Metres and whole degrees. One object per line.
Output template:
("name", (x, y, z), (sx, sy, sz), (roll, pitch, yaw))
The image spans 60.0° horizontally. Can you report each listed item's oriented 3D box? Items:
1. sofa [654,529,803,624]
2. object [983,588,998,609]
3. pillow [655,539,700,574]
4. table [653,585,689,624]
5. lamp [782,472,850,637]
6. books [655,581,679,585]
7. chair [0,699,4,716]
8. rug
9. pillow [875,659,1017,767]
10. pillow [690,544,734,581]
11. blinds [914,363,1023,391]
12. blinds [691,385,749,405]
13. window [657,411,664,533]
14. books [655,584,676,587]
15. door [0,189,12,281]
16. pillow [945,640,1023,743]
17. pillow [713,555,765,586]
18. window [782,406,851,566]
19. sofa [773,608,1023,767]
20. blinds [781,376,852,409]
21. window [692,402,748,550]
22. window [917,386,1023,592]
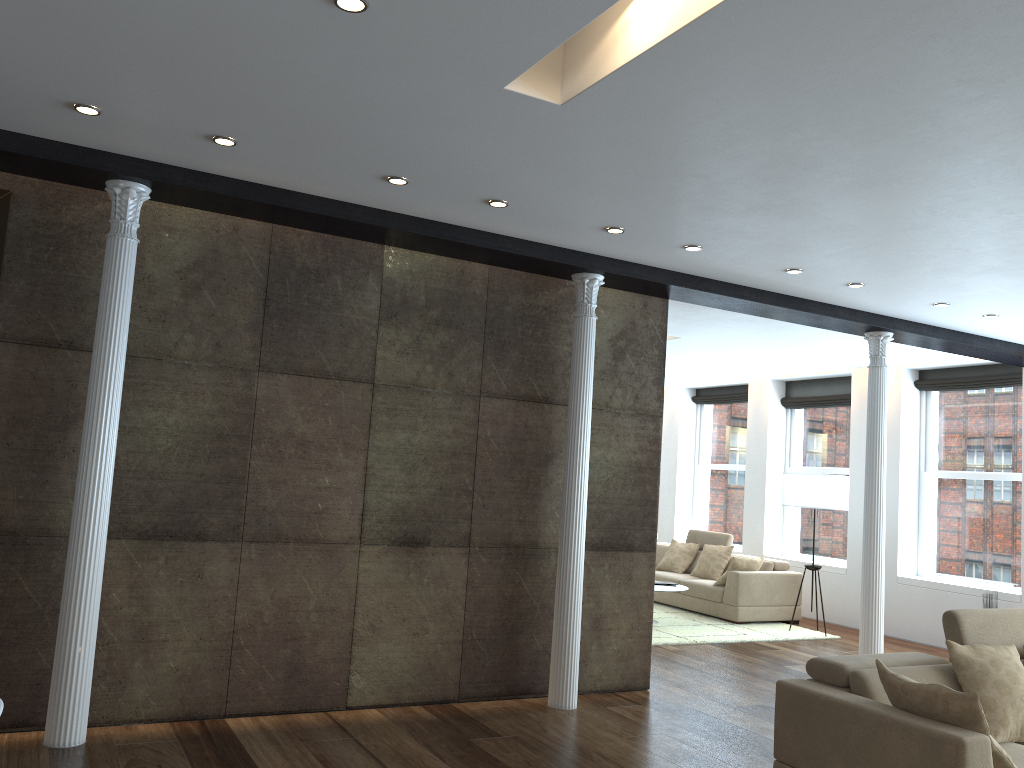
("sofa", (2.344, 2.346, 11.230), (1.018, 0.950, 2.581), (7, -7, -28))
("object", (4.295, 2.224, 7.971), (0.458, 0.781, 0.458), (7, -7, -29))
("pillow", (2.176, 2.249, 11.567), (0.368, 0.416, 0.519), (8, -7, -32))
("table", (1.392, 2.378, 9.648), (1.022, 0.393, 1.022), (2, -6, 16))
("lamp", (3.300, 1.856, 9.707), (0.698, 1.728, 0.698), (4, -6, -4))
("books", (1.658, 2.201, 9.811), (0.300, 0.010, 0.220), (5, -6, -13))
("chair", (-1.554, 1.182, 2.040), (0.581, 0.835, 0.495), (7, -7, -28))
("rug", (1.193, 2.672, 10.608), (2.972, 0.020, 4.231), (7, -7, -28))
("pillow", (1.860, 1.433, 3.807), (0.395, 0.393, 0.518), (7, -7, -24))
("pillow", (2.484, 2.203, 11.025), (0.301, 0.439, 0.534), (7, -7, -31))
("blinds", (4.973, -0.072, 9.525), (0.156, 0.275, 1.396), (7, -7, -28))
("blinds", (3.143, 0.157, 12.916), (0.156, 0.275, 1.442), (7, -7, -28))
("window", (4.714, 2.968, 22.651), (34.761, 17.917, 13.698), (7, -7, -28))
("books", (1.654, 2.207, 9.785), (0.300, 0.010, 0.220), (3, -6, 7))
("door", (-3.303, 0.332, 4.556), (1.000, 2.814, 0.510), (7, -7, -28))
("pillow", (2.416, 1.507, 4.373), (0.534, 0.439, 0.301), (7, -6, -24))
("pillow", (2.634, 2.154, 10.244), (0.518, 0.393, 0.395), (7, -7, -31))
("window", (3.976, 1.123, 11.260), (0.123, 2.400, 1.345), (7, -7, -28))
("sofa", (2.637, 1.662, 4.467), (2.581, 0.950, 1.021), (7, -7, -28))
("blinds", (3.989, 0.109, 11.336), (0.156, 0.393, 1.342), (7, -7, -28))
("window", (3.125, 1.230, 12.836), (0.123, 2.400, 1.444), (7, -7, -28))
("window", (4.956, 1.000, 9.443), (0.123, 2.400, 1.391), (7, -7, -28))
